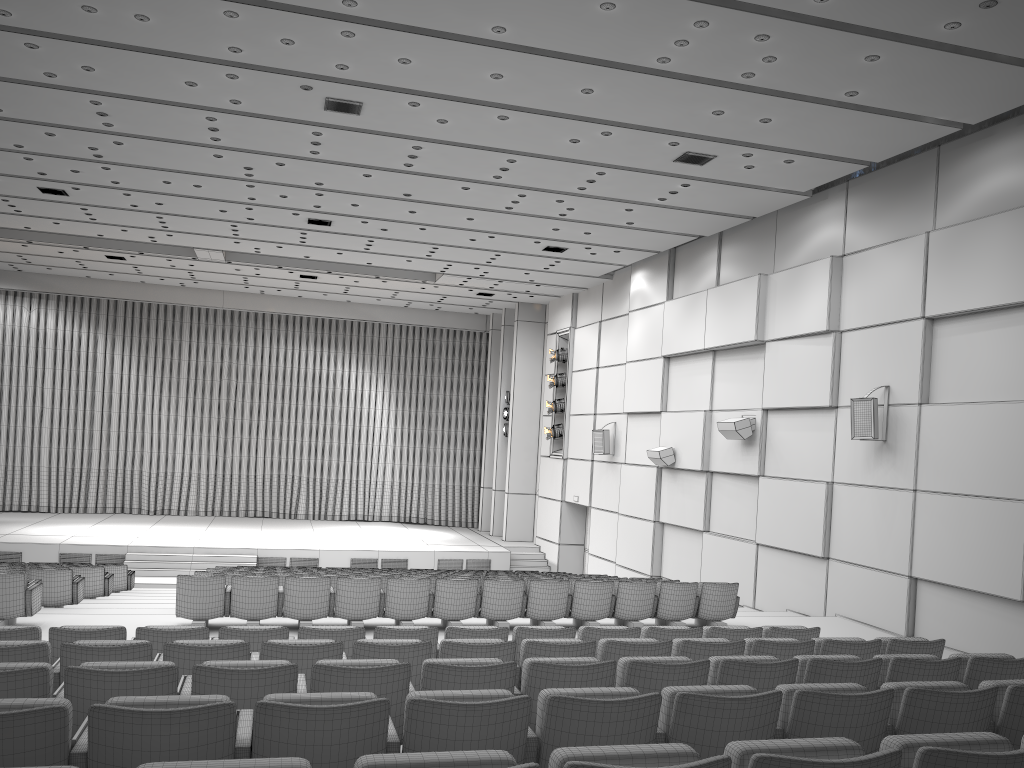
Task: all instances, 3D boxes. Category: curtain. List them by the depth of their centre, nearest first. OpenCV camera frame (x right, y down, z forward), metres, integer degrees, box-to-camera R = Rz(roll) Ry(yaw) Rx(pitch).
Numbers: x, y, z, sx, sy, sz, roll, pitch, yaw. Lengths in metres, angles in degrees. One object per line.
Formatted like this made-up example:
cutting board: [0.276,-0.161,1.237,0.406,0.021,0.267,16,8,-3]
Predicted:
curtain: [-8.623,0.738,26.270,16.149,6.516,1.429,4,0,-15]

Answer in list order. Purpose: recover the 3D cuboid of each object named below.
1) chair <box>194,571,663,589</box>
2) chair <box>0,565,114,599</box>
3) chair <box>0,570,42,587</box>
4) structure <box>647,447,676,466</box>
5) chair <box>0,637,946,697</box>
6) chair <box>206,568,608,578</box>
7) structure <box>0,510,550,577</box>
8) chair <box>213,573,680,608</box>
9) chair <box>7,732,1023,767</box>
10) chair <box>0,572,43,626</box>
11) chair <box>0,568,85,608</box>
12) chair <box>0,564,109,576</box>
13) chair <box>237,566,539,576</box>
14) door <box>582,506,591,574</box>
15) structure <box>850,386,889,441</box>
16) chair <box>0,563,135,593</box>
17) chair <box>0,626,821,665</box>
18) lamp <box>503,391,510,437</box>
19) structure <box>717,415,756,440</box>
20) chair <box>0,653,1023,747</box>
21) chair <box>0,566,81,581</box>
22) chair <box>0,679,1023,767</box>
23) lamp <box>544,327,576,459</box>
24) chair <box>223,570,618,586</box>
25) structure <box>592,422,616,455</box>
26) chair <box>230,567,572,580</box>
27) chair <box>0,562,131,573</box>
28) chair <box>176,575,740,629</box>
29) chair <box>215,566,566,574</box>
chair: [-0.977,2.954,12.433,6.607,0.621,0.612,4,-2,-15]
chair: [-9.254,2.801,12.513,6.607,0.621,0.612,4,-2,-15]
chair: [-8.367,2.190,9.325,6.057,0.621,0.612,4,-2,-15]
structure: [2.907,1.358,16.983,0.471,0.417,0.520,4,-2,-18]
chair: [-3.438,1.729,5.020,13.765,0.621,0.612,4,-2,-15]
chair: [-1.557,3.363,14.561,6.607,0.621,0.612,4,-2,-15]
structure: [-7.977,4.265,23.265,17.839,0.845,8.321,4,-4,-15]
chair: [-0.670,2.751,11.374,6.057,0.621,0.612,4,-2,-15]
chair: [-2.594,1.114,1.821,13.215,0.621,0.612,4,-2,-15]
chair: [-8.094,1.984,8.257,6.607,0.621,0.612,4,-2,-15]
chair: [-8.674,2.393,10.385,6.607,0.621,0.612,4,-2,-15]
chair: [-9.528,3.007,13.581,6.057,0.621,0.612,4,-2,-15]
chair: [-2.379,3.979,17.772,6.057,0.621,0.612,4,-2,-15]
door: [2.038,4.051,21.651,0.086,2.176,1.698,3,-1,-15]
structure: [4.697,0.377,11.634,0.408,0.744,0.411,3,-1,33]
chair: [-9.834,3.210,14.640,6.607,0.621,0.612,4,-2,-15]
chair: [-3.754,1.931,6.077,13.215,0.621,0.612,4,-2,-15]
lamp: [-0.040,0.852,25.012,0.437,1.477,0.385,3,0,-19]
structure: [3.712,0.707,14.568,0.471,0.417,0.520,4,-2,-19]
chair: [-3.174,1.523,3.949,13.215,0.621,0.612,4,-2,-15]
chair: [-8.947,2.598,11.453,6.057,0.621,0.612,4,-2,-15]
chair: [-2.858,1.320,2.892,13.765,0.621,0.612,4,-2,-15]
lamp: [1.265,0.250,22.700,0.756,3.338,1.021,3,0,-19]
chair: [-1.251,3.160,13.502,6.057,0.621,0.612,4,-2,-15]
structure: [2.040,1.203,19.609,0.408,0.744,0.411,3,-1,33]
chair: [-1.831,3.568,15.630,6.057,0.621,0.612,4,-2,-15]
chair: [-10.076,3.418,15.724,6.057,0.621,0.612,4,-2,-15]
chair: [-0.397,2.546,10.305,6.608,0.621,0.612,4,-2,-15]
chair: [-2.137,3.771,16.689,6.607,0.621,0.612,4,-2,-15]
